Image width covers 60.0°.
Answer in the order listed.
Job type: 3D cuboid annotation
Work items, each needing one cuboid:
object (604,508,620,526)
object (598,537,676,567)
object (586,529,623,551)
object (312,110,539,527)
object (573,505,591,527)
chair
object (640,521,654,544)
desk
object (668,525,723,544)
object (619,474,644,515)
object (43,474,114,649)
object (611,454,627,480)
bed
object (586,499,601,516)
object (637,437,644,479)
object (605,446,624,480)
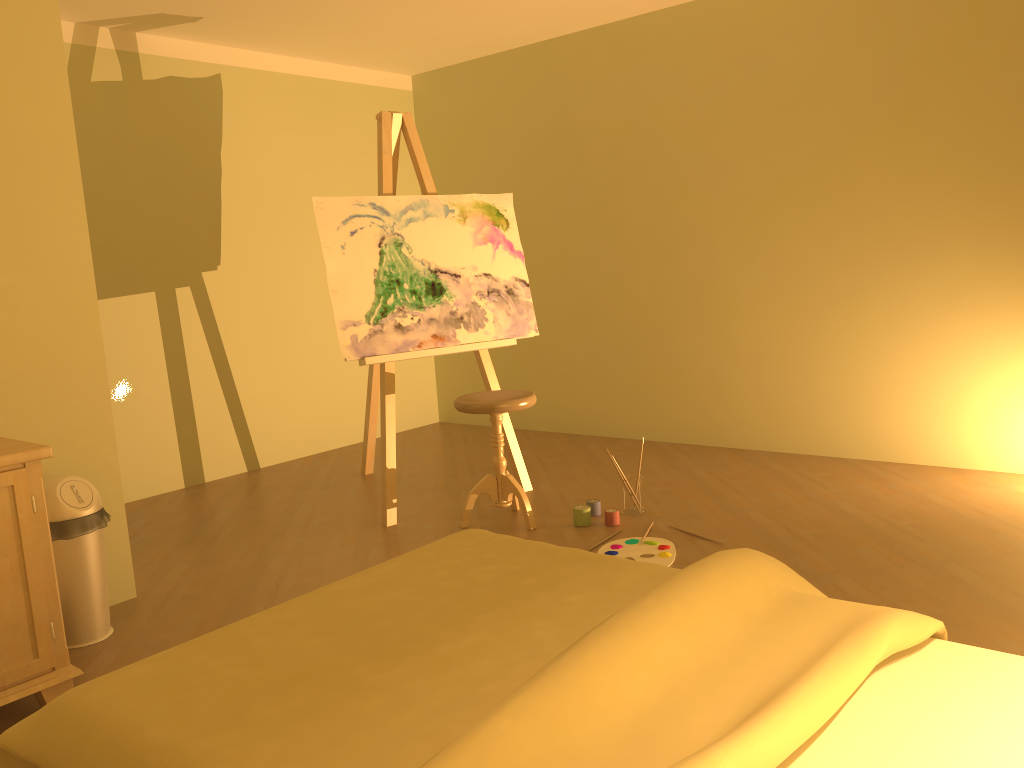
[{"bbox_3d":[0.415,0.553,3.676,0.060,0.060,0.060,-1,9,22],"label":"object"},{"bbox_3d":[0.462,0.625,3.302,0.288,0.014,0.366,-2,8,12],"label":"object"},{"bbox_3d":[0.356,0.612,3.461,0.010,0.010,0.325,2,10,35],"label":"object"},{"bbox_3d":[-0.551,-0.321,4.186,1.132,1.896,0.972,-1,9,22],"label":"object"},{"bbox_3d":[0.293,0.550,3.703,0.073,0.073,0.073,4,11,44],"label":"object"},{"bbox_3d":[-0.050,0.322,3.780,0.348,0.551,0.364,-10,10,-38],"label":"chair"},{"bbox_3d":[0.537,0.588,3.526,0.010,0.015,0.325,-1,8,18],"label":"object"},{"bbox_3d":[-1.858,0.607,2.014,0.684,0.720,1.396,3,10,40],"label":"desk"},{"bbox_3d":[0.712,0.587,3.467,0.010,0.010,0.325,-8,9,-30],"label":"object"},{"bbox_3d":[0.516,0.477,3.818,0.106,0.157,0.106,-2,8,12],"label":"object"},{"bbox_3d":[-1.406,0.554,2.837,0.248,0.535,0.255,-6,8,-15],"label":"object"},{"bbox_3d":[0.491,0.420,3.780,0.172,0.278,0.010,-10,10,-37],"label":"object"},{"bbox_3d":[0.396,0.470,1.258,2.378,0.894,1.286,3,10,40],"label":"bed"},{"bbox_3d":[0.353,0.535,3.834,0.060,0.060,0.060,0,9,25],"label":"object"},{"bbox_3d":[0.548,0.389,3.836,0.069,0.319,0.010,-7,9,-23],"label":"object"},{"bbox_3d":[0.477,0.411,3.827,0.159,0.286,0.010,2,10,35],"label":"object"}]
